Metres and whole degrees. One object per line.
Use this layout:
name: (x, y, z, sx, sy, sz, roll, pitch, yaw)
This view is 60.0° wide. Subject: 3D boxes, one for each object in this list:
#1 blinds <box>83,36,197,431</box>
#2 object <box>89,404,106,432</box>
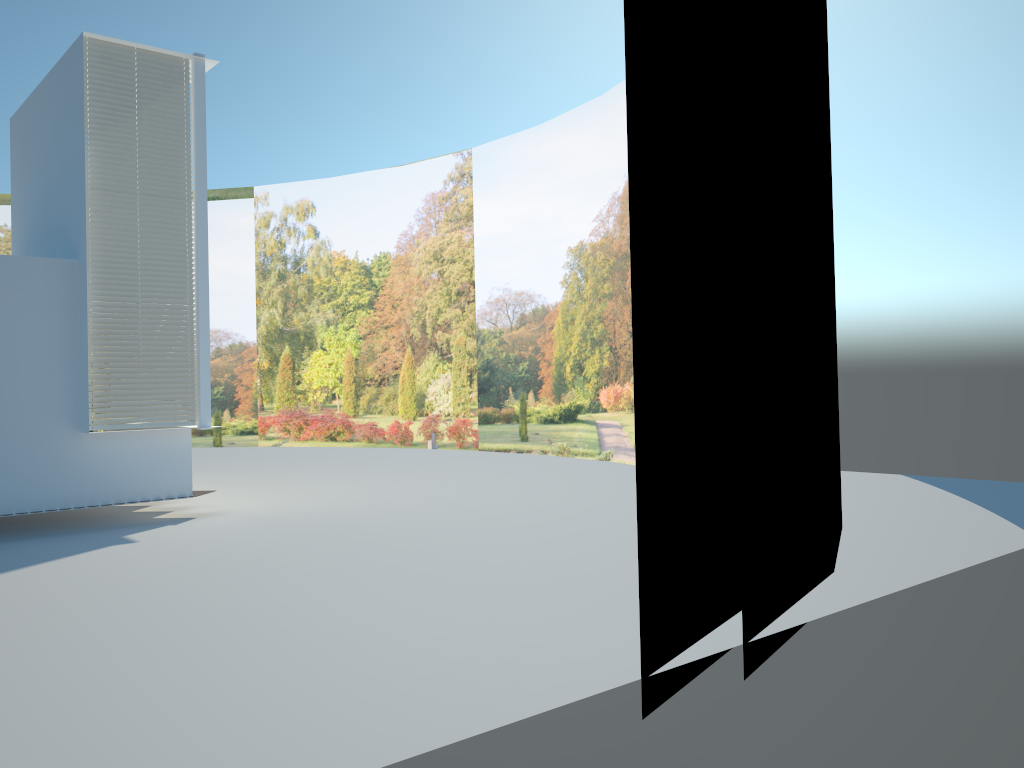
blinds: (-4.703, -1.620, 11.491, 1.220, 4.266, 3.917, -1, -1, -21)
object: (-6.019, 0.752, 11.918, 1.120, 1.199, 1.026, -2, -1, 29)
